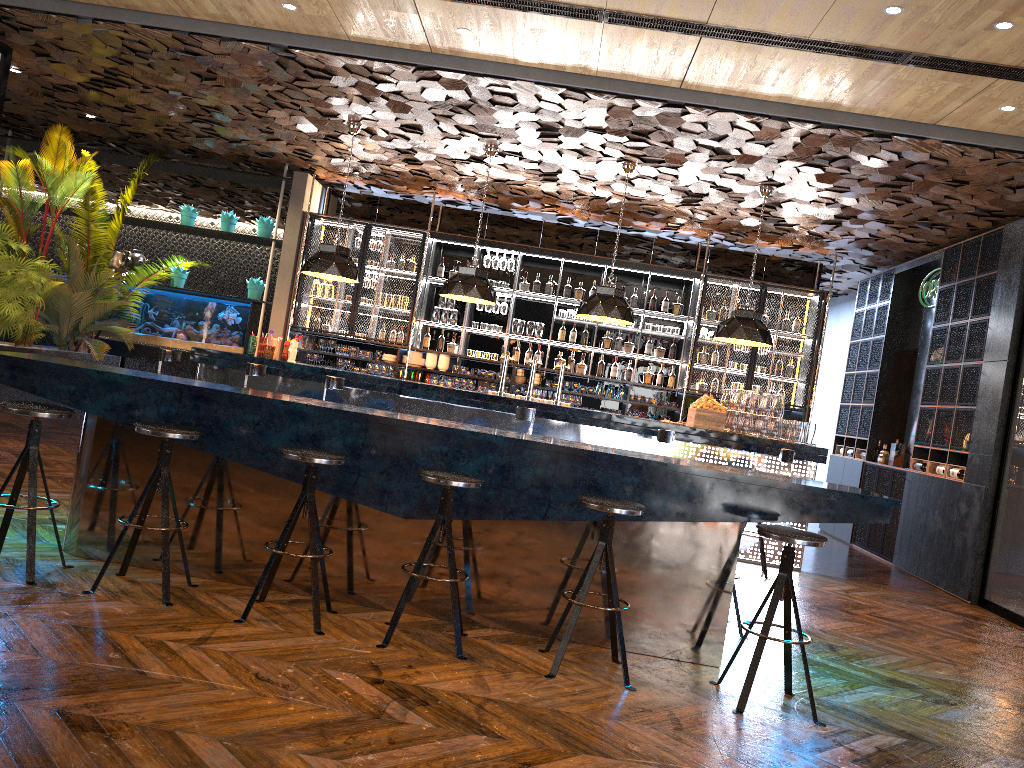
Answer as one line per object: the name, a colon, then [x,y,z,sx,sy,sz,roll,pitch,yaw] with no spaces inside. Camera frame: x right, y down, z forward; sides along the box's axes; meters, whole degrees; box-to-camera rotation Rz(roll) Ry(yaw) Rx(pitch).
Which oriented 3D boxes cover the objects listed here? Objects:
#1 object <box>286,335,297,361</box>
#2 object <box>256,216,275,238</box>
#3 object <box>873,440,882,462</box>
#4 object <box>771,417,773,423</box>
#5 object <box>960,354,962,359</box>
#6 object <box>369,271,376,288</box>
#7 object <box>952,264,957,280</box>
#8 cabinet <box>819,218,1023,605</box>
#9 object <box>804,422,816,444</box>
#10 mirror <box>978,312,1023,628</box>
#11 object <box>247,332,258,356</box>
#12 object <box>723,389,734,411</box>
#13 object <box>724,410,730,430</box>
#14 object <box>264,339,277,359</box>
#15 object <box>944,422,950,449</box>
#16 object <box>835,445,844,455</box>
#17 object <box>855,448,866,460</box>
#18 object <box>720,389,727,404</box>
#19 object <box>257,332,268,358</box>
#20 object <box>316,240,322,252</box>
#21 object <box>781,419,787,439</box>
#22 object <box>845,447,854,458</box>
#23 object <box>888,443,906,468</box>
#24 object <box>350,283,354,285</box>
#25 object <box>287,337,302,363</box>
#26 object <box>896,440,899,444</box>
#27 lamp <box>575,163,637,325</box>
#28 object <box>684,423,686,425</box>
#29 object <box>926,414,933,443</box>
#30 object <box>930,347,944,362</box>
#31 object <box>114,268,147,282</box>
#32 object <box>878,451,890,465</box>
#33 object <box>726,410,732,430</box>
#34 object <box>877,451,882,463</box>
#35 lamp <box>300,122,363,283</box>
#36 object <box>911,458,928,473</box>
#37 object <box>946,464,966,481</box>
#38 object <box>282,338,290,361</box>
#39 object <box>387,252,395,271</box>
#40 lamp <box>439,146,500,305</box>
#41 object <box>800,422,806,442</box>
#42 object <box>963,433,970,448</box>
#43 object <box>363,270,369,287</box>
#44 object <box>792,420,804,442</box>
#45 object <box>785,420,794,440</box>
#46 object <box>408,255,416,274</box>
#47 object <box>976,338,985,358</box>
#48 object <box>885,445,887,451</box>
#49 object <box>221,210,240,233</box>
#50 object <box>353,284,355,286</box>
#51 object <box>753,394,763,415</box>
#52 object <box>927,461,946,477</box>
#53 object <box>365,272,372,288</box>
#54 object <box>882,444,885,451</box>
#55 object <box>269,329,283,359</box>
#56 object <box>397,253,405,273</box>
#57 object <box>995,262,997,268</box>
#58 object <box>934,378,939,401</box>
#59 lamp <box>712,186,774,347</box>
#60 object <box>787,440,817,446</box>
object: [-2.166,-0.353,8.753,0.080,0.277,0.091,9,0,35]
object: [-3.229,-2.042,11.597,0.265,0.325,0.245,9,0,-4]
object: [4.525,0.837,10.958,0.080,0.279,0.080,9,0,-39]
object: [2.531,0.427,8.604,0.105,0.209,0.105,9,0,28]
object: [4.680,-0.302,8.986,0.126,0.249,0.253,9,0,-27]
object: [-1.807,-1.360,11.528,0.081,0.213,0.081,9,0,8]
object: [4.813,-1.157,9.434,0.126,0.249,0.253,9,0,-27]
cabinet: [4.718,0.297,10.101,0.691,3.514,4.416,9,0,3]
object: [2.806,0.472,8.373,0.105,0.209,0.105,9,0,-22]
mirror: [4.409,0.212,7.304,0.026,3.551,1.194,9,0,3]
object: [-2.525,-0.391,8.630,0.086,0.237,0.084,9,0,22]
object: [2.177,0.161,8.877,0.105,0.209,0.105,9,0,28]
object: [2.122,0.363,8.817,0.105,0.209,0.105,9,0,28]
object: [-2.349,-0.340,8.620,0.110,0.191,0.131,9,0,15]
object: [4.479,0.530,9.031,0.131,0.280,0.208,9,0,-15]
object: [4.526,0.911,12.067,0.122,0.132,0.396,9,0,5]
object: [4.476,0.900,11.214,0.122,0.132,0.396,9,0,3]
object: [2.173,0.161,8.994,0.105,0.209,0.105,9,0,28]
object: [-2.464,-0.385,8.772,0.078,0.246,0.084,9,0,1]
object: [-2.530,-1.772,11.672,0.075,0.260,0.075,9,0,-39]
object: [2.708,0.459,8.837,0.105,0.209,0.105,9,0,-22]
object: [4.501,0.906,11.639,0.123,0.132,0.396,9,0,3]
object: [4.497,0.832,10.356,0.116,0.264,0.144,9,0,3]
object: [-2.077,-1.403,11.540,0.081,0.213,0.081,9,0,8]
object: [-2.120,-0.340,8.623,0.081,0.264,0.099,9,0,23]
object: [4.596,0.822,10.621,0.086,0.313,0.086,9,0,-44]
lamp: [1.044,-1.410,8.829,0.582,1.564,0.607,9,0,3]
object: [1.873,0.423,8.968,0.273,0.019,0.437,9,0,3]
object: [4.536,0.504,9.457,0.175,0.351,0.369,9,0,8]
object: [4.663,-0.288,9.446,0.192,0.221,0.403,9,0,-28]
object: [-5.049,-1.425,11.736,0.320,0.135,0.250,9,0,3]
object: [4.446,0.881,10.576,0.106,0.164,0.106,9,0,-8]
object: [2.136,0.364,8.602,0.105,0.209,0.105,9,0,28]
object: [4.532,0.895,10.701,0.228,0.164,0.117,9,0,4]
lamp: [-1.712,-1.825,8.948,0.582,1.606,0.607,9,0,3]
object: [4.388,0.876,9.427,0.122,0.133,0.396,9,0,3]
object: [4.348,0.863,8.570,0.123,0.132,0.396,9,0,4]
object: [-2.247,-0.354,8.871,0.080,0.254,0.091,9,0,5]
object: [-1.578,-1.605,11.602,0.108,0.244,0.108,9,0,-9]
lamp: [-0.327,-1.629,9.010,0.582,1.564,0.607,9,0,3]
object: [2.764,0.466,8.495,0.105,0.209,0.105,9,0,28]
object: [4.504,0.519,8.567,0.164,0.303,0.341,9,0,8]
object: [-1.897,-1.374,11.532,0.081,0.213,0.081,9,0,8]
object: [2.700,0.455,8.389,0.105,0.209,0.105,9,0,-22]
object: [2.707,0.458,8.618,0.105,0.209,0.105,9,0,28]
object: [-1.298,-1.562,11.588,0.073,0.246,0.072,9,0,18]
object: [4.638,-0.312,8.587,0.266,0.239,0.265,9,0,-19]
object: [4.573,0.862,10.873,0.065,0.237,0.065,9,0,-39]
object: [-3.706,-2.118,11.622,0.255,0.325,0.244,9,0,29]
object: [-2.070,-1.401,11.684,0.081,0.213,0.081,9,0,8]
object: [2.456,0.206,8.873,0.105,0.209,0.105,9,0,28]
object: [4.367,0.869,9.001,0.122,0.132,0.396,9,0,3]
object: [-1.890,-1.372,11.676,0.081,0.213,0.081,9,0,8]
object: [4.522,0.853,10.804,0.065,0.237,0.065,9,0,-29]
object: [-2.370,-0.396,8.850,0.116,0.298,0.105,9,0,34]
object: [-1.442,-1.585,11.594,0.073,0.246,0.072,9,0,-12]
object: [4.774,-1.153,8.586,0.138,0.222,0.278,9,0,3]
object: [4.610,0.068,9.455,0.167,0.356,0.255,9,0,8]
lamp: [2.426,-1.188,8.886,0.582,1.564,0.607,9,0,3]
object: [2.722,0.556,8.500,0.273,0.019,0.437,9,0,3]
